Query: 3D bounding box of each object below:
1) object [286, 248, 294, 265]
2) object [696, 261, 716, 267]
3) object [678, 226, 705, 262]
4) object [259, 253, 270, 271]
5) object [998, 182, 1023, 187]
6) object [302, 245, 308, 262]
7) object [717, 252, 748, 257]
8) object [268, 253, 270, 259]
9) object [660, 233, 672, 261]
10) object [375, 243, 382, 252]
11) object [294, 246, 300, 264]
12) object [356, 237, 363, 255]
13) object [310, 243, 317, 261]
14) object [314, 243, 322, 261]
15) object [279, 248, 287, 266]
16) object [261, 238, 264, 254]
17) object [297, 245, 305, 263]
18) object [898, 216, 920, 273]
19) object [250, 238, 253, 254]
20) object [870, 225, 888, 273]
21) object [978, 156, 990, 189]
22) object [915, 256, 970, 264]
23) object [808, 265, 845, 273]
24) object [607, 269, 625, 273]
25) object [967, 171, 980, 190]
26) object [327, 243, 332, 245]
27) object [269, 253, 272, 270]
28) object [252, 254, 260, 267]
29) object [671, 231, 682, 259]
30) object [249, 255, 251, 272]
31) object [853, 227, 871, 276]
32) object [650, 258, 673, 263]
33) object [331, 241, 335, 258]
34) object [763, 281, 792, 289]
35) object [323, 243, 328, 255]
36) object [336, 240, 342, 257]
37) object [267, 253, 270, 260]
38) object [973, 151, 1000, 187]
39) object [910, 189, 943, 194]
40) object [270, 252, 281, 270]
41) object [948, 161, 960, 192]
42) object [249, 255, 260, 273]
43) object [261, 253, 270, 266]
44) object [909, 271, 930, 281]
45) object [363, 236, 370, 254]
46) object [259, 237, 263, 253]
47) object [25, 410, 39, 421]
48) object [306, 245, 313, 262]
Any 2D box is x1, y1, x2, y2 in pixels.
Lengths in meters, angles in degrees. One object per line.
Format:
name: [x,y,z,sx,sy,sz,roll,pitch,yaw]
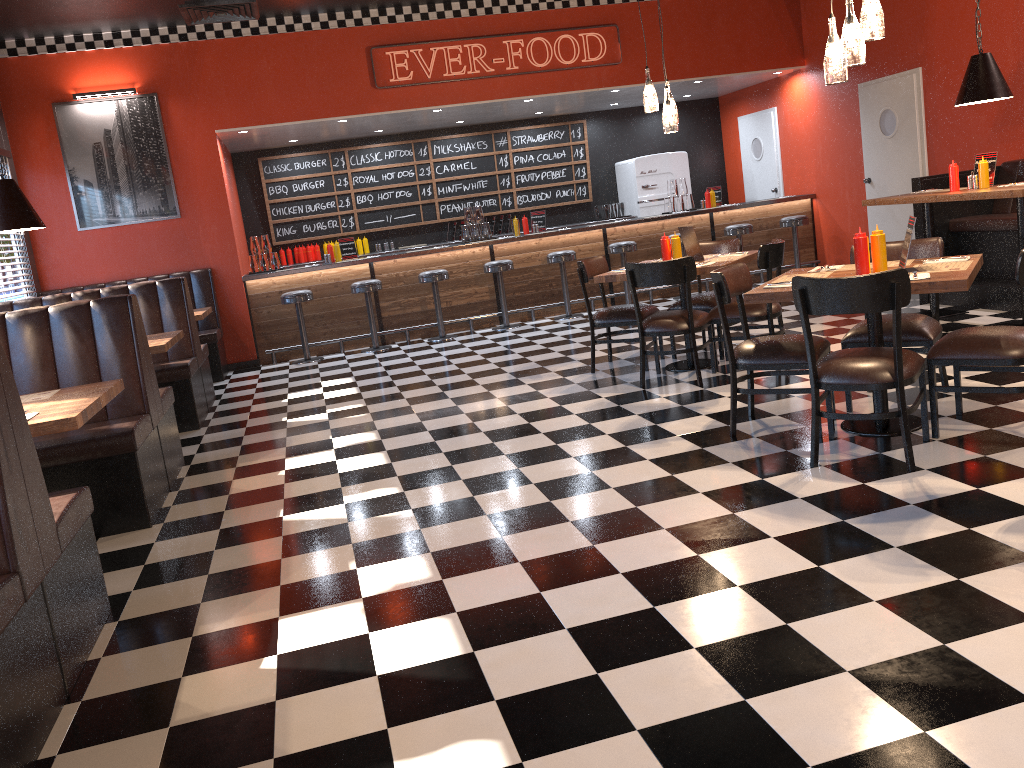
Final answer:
object: [-2.981,-1.721,11.875,0.068,0.236,0.068,-7,9,4]
object: [1.297,-0.822,6.057,0.157,0.019,0.257,-1,13,33]
object: [1.304,-1.022,6.447,0.072,0.255,0.189,-11,10,-22]
object: [-2.832,-1.382,10.118,0.106,0.207,0.106,-13,10,-27]
object: [3.654,-1.454,6.448,0.255,0.019,0.158,-11,11,-15]
object: [-2.805,-1.761,11.954,0.068,0.236,0.068,-9,9,-10]
object: [1.598,-0.951,6.501,0.255,0.019,0.159,-2,12,26]
object: [-3.259,-1.652,11.785,0.106,0.207,0.106,-13,10,-27]
object: [1.112,-0.976,6.396,0.068,0.236,0.068,-3,10,30]
object: [-1.836,-1.883,12.163,0.093,0.135,0.047,-4,10,22]
object: [-2.898,-1.745,11.937,0.068,0.236,0.068,-9,9,-10]
object: [-2.082,-1.891,12.105,0.068,0.236,0.068,-10,9,-11]
object: [-2.696,-1.785,12.001,0.068,0.236,0.068,-10,9,-11]
object: [-2.621,-1.785,11.947,0.068,0.236,0.068,-9,9,-10]
object: [-3.068,-1.704,11.850,0.068,0.236,0.068,-14,11,-35]
object: [-2.834,-1.612,10.205,0.106,0.207,0.106,-13,10,-27]
object: [-2.828,-1.741,11.866,0.068,0.236,0.068,-14,11,-35]
object: [1.900,-0.673,4.260,0.072,0.255,0.190,-5,10,17]
object: [-3.362,-1.805,11.551,0.106,0.207,0.106,-13,10,-27]
object: [1.781,-0.656,4.303,0.068,0.236,0.068,-9,9,-7]
object: [3.504,-1.573,6.582,0.068,0.236,0.068,-15,11,-37]
object: [2.158,-0.624,4.451,0.255,0.019,0.159,-1,13,33]
object: [1.694,-0.627,4.788,0.157,0.019,0.257,0,13,34]
object: [0.832,-0.829,6.419,0.255,0.019,0.158,0,14,36]
object: [3.488,-1.541,6.703,0.047,0.135,0.094,-11,10,-21]
object: [-2.449,-1.806,11.935,0.068,0.236,0.068,-14,11,-35]
object: [-2.750,-1.419,10.248,0.106,0.207,0.106,-13,10,-27]
object: [-3.325,-1.591,11.520,0.106,0.207,0.106,-13,10,-27]
object: [1.174,-0.971,6.327,0.068,0.236,0.068,-8,9,2]
object: [-2.978,-1.380,10.208,0.106,0.207,0.106,-13,10,-27]
object: [1.691,-0.639,4.285,0.068,0.236,0.068,-9,9,-7]
object: [1.174,-0.964,6.865,0.157,0.019,0.257,0,13,35]
object: [-2.435,-1.828,12.034,0.068,0.236,0.068,-9,9,-10]
object: [1.372,-0.495,4.347,0.255,0.019,0.159,-1,13,31]
object: [-2.515,-1.810,11.999,0.068,0.236,0.068,-14,11,-35]
object: [-2.363,-1.834,12.014,0.068,0.236,0.068,-10,9,-14]
object: [-3.243,-1.631,11.671,0.106,0.207,0.106,-13,10,-27]
object: [3.605,-1.631,6.759,0.072,0.255,0.189,-11,10,-21]
object: [3.433,-1.607,7.376,0.255,0.019,0.158,-11,11,-15]
object: [-2.712,-1.402,10.137,0.106,0.207,0.106,-13,10,-27]
object: [3.373,-1.590,6.762,0.068,0.236,0.068,-15,11,-37]
object: [-2.939,-1.365,10.104,0.106,0.207,0.106,-13,10,-27]
object: [-3.214,-1.613,11.557,0.106,0.207,0.106,-13,10,-27]
object: [1.813,-0.493,4.025,0.157,0.019,0.257,-3,12,25]
object: [-1.999,-1.906,12.124,0.068,0.236,0.068,-9,9,-10]
object: [-3.255,-1.825,11.581,0.106,0.207,0.106,-13,10,-27]
object: [-1.964,0.135,3.484,0.157,0.019,0.256,-10,11,-11]
object: [-2.723,-1.763,11.907,0.068,0.236,0.068,-9,9,-10]
